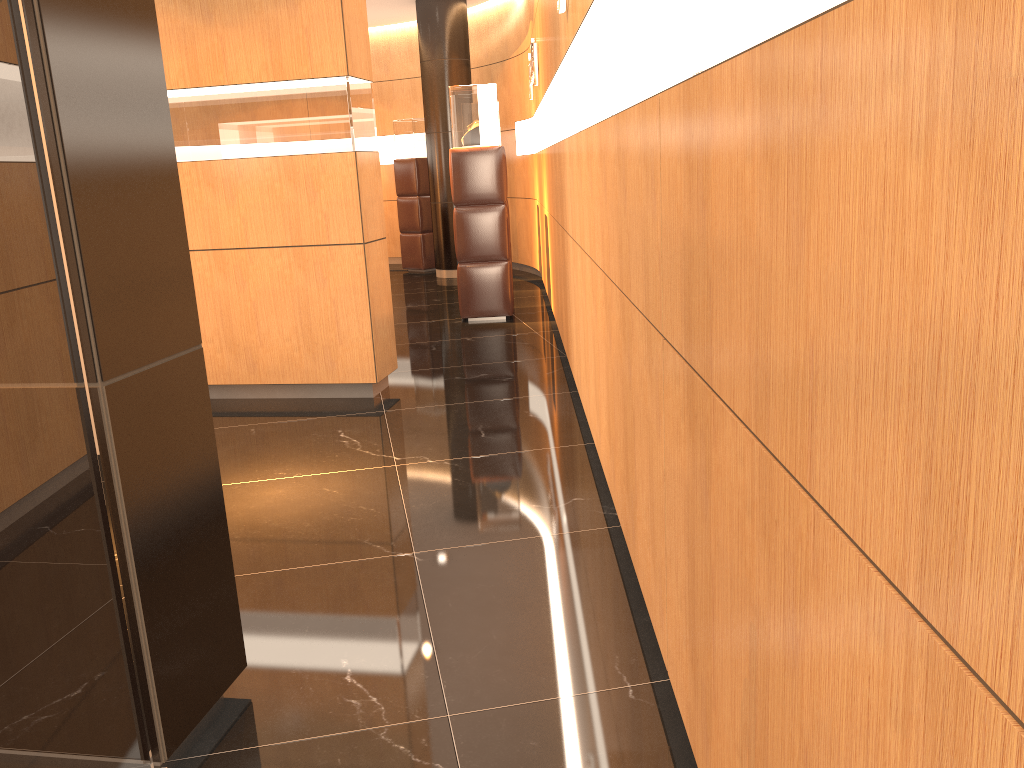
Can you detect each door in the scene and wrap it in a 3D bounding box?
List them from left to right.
[{"bbox_3d":[-0.860,-0.394,0.425,0.098,3.285,2.473,-3,14,0],"label":"door"}]

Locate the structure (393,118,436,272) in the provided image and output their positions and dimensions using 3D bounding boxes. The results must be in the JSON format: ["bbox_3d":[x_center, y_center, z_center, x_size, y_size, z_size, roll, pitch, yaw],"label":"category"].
[{"bbox_3d":[-1.250,-2.544,12.012,0.498,2.000,0.484,10,19,43],"label":"structure"}]

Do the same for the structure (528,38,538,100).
[{"bbox_3d":[0.199,-3.036,8.539,0.034,0.442,2.050,-3,14,0],"label":"structure"}]

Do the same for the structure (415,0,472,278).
[{"bbox_3d":[-0.769,-3.073,11.052,0.613,3.430,0.613,-2,14,5],"label":"structure"}]

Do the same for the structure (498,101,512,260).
[{"bbox_3d":[-0.288,-2.074,9.870,0.498,2.000,0.484,-3,14,0],"label":"structure"}]

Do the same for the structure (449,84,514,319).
[{"bbox_3d":[-0.277,-1.595,7.843,0.498,1.968,0.484,-3,14,0],"label":"structure"}]

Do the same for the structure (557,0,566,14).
[{"bbox_3d":[0.228,-1.728,3.183,0.034,0.442,2.050,-3,14,0],"label":"structure"}]
